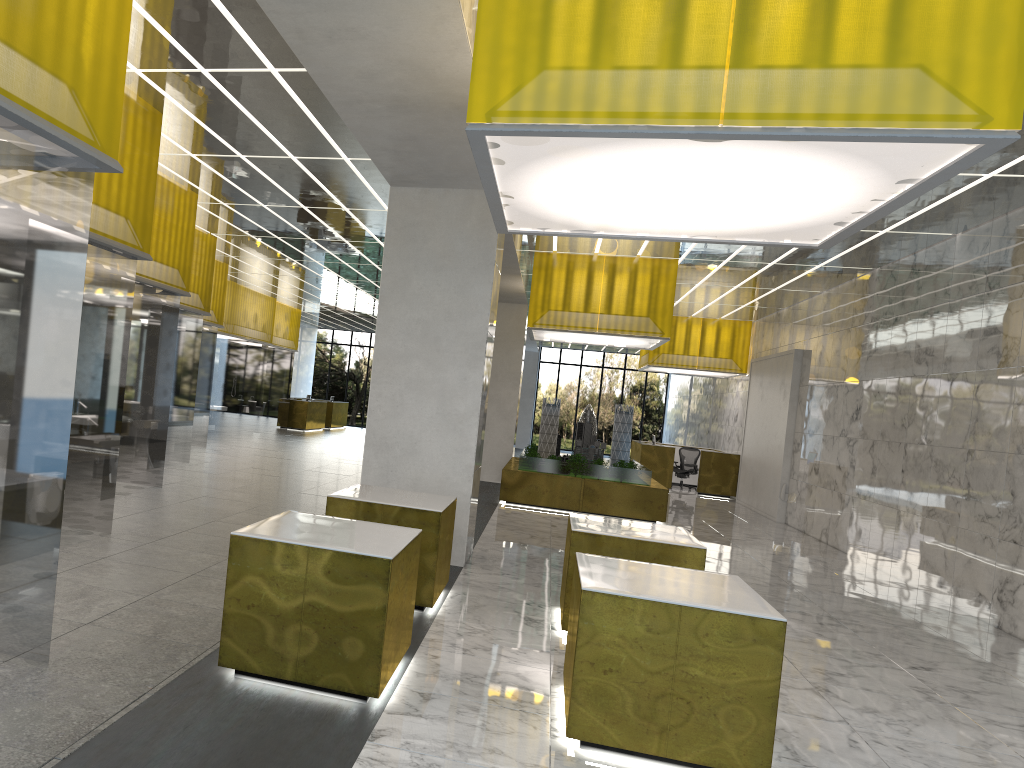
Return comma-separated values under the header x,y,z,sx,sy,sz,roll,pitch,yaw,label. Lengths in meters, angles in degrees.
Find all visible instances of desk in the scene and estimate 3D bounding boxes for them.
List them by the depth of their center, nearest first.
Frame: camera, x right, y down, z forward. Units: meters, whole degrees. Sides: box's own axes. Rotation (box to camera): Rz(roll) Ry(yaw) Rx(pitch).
x,y,z,sx,sy,sz,roll,pitch,yaw,label
5.940,2.960,30.156,3.200,1.508,3.531,6,-1,8,desk
-11.629,1.512,44.481,3.200,1.508,3.531,6,-1,8,desk
-11.405,1.651,49.336,3.200,1.508,3.531,6,-1,8,desk

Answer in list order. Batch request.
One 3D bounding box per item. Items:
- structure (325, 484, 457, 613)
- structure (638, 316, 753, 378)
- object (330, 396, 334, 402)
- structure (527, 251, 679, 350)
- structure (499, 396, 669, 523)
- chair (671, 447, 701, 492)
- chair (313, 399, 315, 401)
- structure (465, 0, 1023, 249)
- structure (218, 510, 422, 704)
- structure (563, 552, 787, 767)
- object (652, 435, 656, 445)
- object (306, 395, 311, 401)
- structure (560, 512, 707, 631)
x,y,z,sx,sy,sz,roll,pitch,yaw,label
-1.433,1.905,10.089,1.358,1.174,1.463,6,-1,9,structure
6.358,-1.534,30.111,3.242,2.270,3.158,6,-1,9,structure
-10.468,1.019,49.112,0.546,0.668,0.762,6,0,7,object
2.096,-2.194,20.769,3.241,2.270,3.287,6,-1,9,structure
1.811,1.713,22.110,3.842,2.571,5.227,6,-1,7,structure
6.058,2.962,29.975,1.189,1.494,0.972,6,0,33,chair
-11.213,1.663,49.226,1.209,1.494,0.959,6,0,26,chair
1.452,-2.595,6.802,3.240,2.270,3.286,6,-1,9,structure
-1.565,1.823,7.221,1.358,1.174,1.463,6,-1,9,structure
1.115,2.079,6.488,1.358,1.174,1.463,6,-1,9,structure
5.151,2.163,30.400,0.547,0.668,0.761,6,0,7,object
-10.694,0.878,44.214,0.547,0.668,0.761,6,0,7,object
1.248,2.162,9.362,1.358,1.174,1.463,6,-1,9,structure
